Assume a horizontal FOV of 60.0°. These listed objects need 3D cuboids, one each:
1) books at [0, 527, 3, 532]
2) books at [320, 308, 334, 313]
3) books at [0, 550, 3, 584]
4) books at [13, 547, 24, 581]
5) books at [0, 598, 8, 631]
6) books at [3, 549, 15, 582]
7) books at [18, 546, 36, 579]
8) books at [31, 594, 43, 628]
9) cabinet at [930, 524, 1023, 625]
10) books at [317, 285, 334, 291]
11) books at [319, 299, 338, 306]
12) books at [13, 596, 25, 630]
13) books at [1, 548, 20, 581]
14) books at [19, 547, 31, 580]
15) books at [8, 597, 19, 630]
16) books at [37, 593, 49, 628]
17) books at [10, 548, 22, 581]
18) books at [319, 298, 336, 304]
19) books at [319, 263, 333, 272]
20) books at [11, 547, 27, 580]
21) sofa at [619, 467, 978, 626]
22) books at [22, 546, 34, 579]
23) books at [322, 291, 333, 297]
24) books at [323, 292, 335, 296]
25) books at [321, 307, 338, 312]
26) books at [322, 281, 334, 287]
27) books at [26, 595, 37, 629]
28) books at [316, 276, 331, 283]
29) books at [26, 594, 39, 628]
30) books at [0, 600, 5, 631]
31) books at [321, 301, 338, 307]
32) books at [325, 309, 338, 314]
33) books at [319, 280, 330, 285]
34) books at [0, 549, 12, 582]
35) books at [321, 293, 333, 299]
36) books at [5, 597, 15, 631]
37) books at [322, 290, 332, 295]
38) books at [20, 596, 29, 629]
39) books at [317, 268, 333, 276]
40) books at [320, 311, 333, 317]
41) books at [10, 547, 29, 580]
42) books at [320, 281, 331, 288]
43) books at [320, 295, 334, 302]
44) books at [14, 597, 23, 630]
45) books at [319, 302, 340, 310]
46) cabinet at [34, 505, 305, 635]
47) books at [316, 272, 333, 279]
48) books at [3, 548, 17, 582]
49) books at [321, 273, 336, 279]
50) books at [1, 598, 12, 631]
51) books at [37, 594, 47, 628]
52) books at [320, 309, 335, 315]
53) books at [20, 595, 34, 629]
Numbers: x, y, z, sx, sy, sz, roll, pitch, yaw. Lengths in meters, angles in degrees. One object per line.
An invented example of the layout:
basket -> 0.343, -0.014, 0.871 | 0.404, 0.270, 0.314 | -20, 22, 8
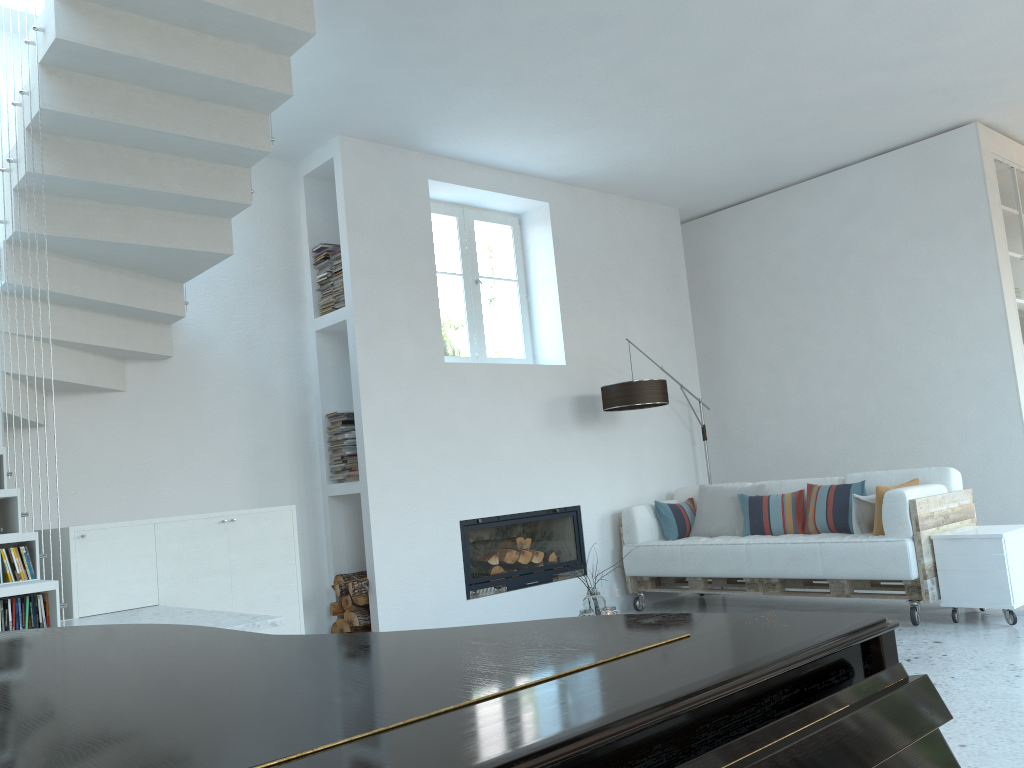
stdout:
books -> -2.144, 0.578, 3.422 | 0.288, 0.017, 0.136 | -3, -7, -19
books -> -1.080, -0.461, 5.709 | 0.130, 0.007, 0.290 | -11, -9, 42
books -> -1.871, 0.660, 3.219 | 0.011, 0.125, 0.125 | 0, -8, -42
books -> -1.829, 0.662, 3.258 | 0.035, 0.123, 0.125 | 0, -8, -42
books -> -1.771, 0.810, 3.080 | 0.014, 0.125, 0.125 | 0, -8, -42
books -> -1.852, 0.662, 3.236 | 0.035, 0.123, 0.125 | 0, -8, -42
books -> -1.799, 0.662, 3.284 | 0.034, 0.123, 0.125 | 0, -8, -42
books -> -1.693, 0.811, 3.150 | 0.012, 0.125, 0.125 | 0, -8, -42
cabinet -> 2.678, 1.062, 4.974 | 0.502, 0.486, 0.380 | 0, -8, -42
books -> -1.096, -0.611, 5.725 | 0.297, 0.007, 0.147 | 0, -8, -41
books -> -1.081, -0.517, 5.710 | 0.282, 0.010, 0.169 | 0, -9, -42
books -> -1.732, 0.810, 3.115 | 0.009, 0.125, 0.125 | 0, -8, -42
books -> -1.840, 0.662, 3.248 | 0.034, 0.123, 0.125 | 0, -8, -42
books -> -1.811, 0.662, 3.273 | 0.034, 0.123, 0.125 | 0, -8, -42
books -> -1.747, 0.810, 3.102 | 0.009, 0.125, 0.125 | 0, -8, -42
books -> -1.675, 0.811, 3.166 | 0.009, 0.125, 0.125 | 0, -8, -42
books -> -1.834, 0.662, 3.252 | 0.034, 0.123, 0.125 | 0, -8, -42
books -> -1.083, -0.526, 5.711 | 0.290, 0.008, 0.147 | -1, -8, -38
books -> -1.114, -0.745, 5.747 | 0.221, 0.018, 0.154 | -1, -8, -38
books -> -1.823, 0.662, 3.263 | 0.036, 0.123, 0.125 | 0, -8, -42
sofa -> 1.814, 1.073, 5.959 | 0.871, 0.853, 2.197 | 0, -8, -42
books -> -1.805, 0.662, 3.278 | 0.036, 0.123, 0.125 | 0, -8, -42
books -> -1.096, -0.577, 5.725 | 0.219, 0.008, 0.132 | 0, -8, -39
books -> -1.093, -0.568, 5.722 | 0.135, 0.011, 0.223 | -12, -9, 43
books -> -1.083, -0.469, 5.713 | 0.264, 0.012, 0.143 | 0, -9, -43
books -> -1.085, -0.630, 5.713 | 0.233, 0.015, 0.169 | -1, -8, -37
books -> -1.706, 0.810, 3.138 | 0.009, 0.125, 0.125 | 0, -8, -42
books -> -1.113, -0.662, 5.747 | 0.127, 0.013, 0.292 | -12, -9, 43
books -> -1.700, 0.810, 3.144 | 0.007, 0.125, 0.125 | 0, -8, -42
books -> -1.779, 0.810, 3.072 | 0.010, 0.125, 0.125 | 0, -8, -42
books -> -1.081, -0.506, 5.710 | 0.254, 0.012, 0.161 | 0, -9, -43
books -> -1.067, -0.450, 5.695 | 0.250, 0.009, 0.187 | 0, -9, -43
books -> -1.093, -0.651, 5.725 | 0.249, 0.006, 0.189 | 1, -9, -45
books -> -1.858, 0.662, 3.231 | 0.034, 0.123, 0.125 | 0, -8, -42
books -> -1.091, -0.555, 5.721 | 0.245, 0.016, 0.137 | 1, -9, -45
books -> -1.754, 0.810, 3.095 | 0.013, 0.125, 0.125 | 0, -8, -42
books -> -1.093, -0.587, 5.722 | 0.135, 0.011, 0.223 | -11, -9, 42
books -> -1.724, 0.811, 3.123 | 0.016, 0.125, 0.125 | 0, -8, -42
books -> -1.109, -0.712, 5.741 | 0.267, 0.017, 0.156 | -1, -8, -38
books -> -1.071, -0.438, 5.699 | 0.157, 0.013, 0.290 | -12, -9, 43
books -> -1.817, 0.662, 3.268 | 0.035, 0.123, 0.125 | 0, -8, -42
books -> -1.099, -0.641, 5.732 | 0.220, 0.011, 0.177 | 0, -9, -43
books -> -1.081, -0.540, 5.710 | 0.264, 0.019, 0.170 | 0, -9, -43
books -> -1.739, 0.810, 3.108 | 0.011, 0.125, 0.125 | 0, -8, -42
books -> -1.073, -0.494, 5.701 | 0.274, 0.014, 0.174 | 1, -9, -45
cabinet -> -1.521, 0.935, 4.001 | 0.993, 0.667, 0.552 | 0, -8, -42
books -> -1.119, -0.693, 5.753 | 0.265, 0.016, 0.138 | 0, -9, -42
books -> -1.846, 0.662, 3.242 | 0.036, 0.123, 0.125 | 0, -8, -42
books -> -1.099, -0.681, 5.731 | 0.238, 0.018, 0.173 | -1, -8, -37
books -> -1.762, 0.810, 3.088 | 0.010, 0.125, 0.125 | 0, -8, -42
books -> -1.686, 0.811, 3.157 | 0.018, 0.125, 0.125 | 0, -8, -42
books -> -1.076, -0.455, 5.704 | 0.273, 0.006, 0.158 | 1, -9, -44
books -> -1.713, 0.810, 3.132 | 0.013, 0.125, 0.125 | 0, -8, -42
